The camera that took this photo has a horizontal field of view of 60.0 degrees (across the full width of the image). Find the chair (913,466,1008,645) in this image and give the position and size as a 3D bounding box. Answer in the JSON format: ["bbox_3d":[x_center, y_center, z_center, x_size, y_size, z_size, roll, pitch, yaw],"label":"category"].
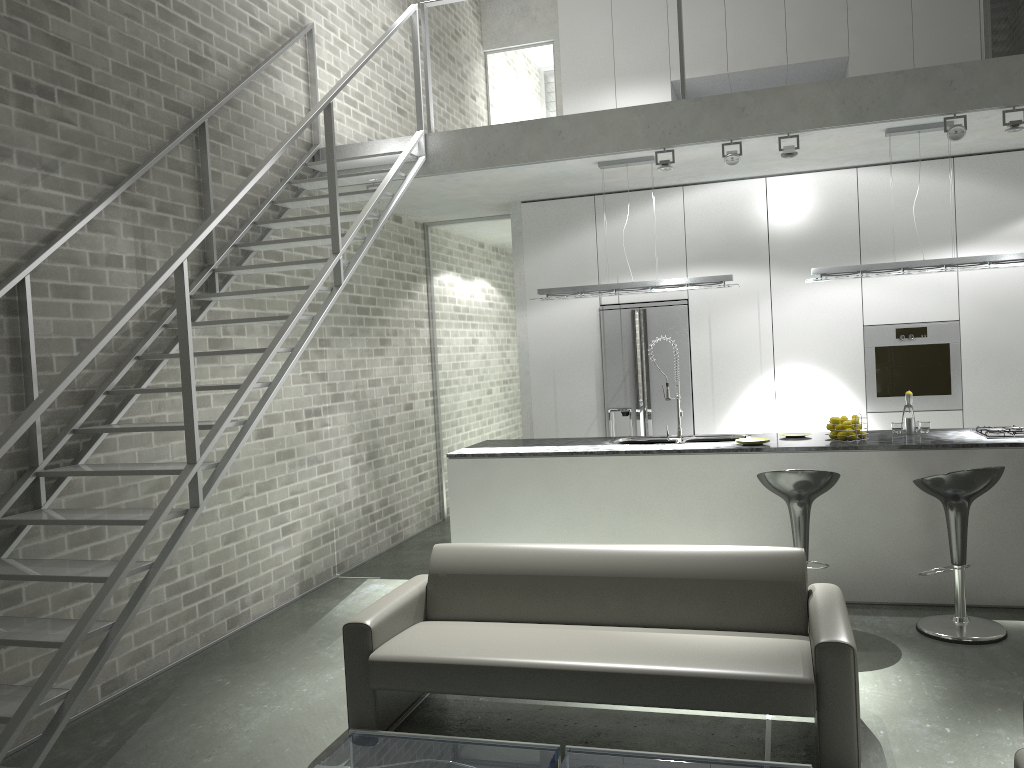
[{"bbox_3d":[2.441,0.892,4.836,0.457,0.931,0.464,-3,2,-2],"label":"chair"}]

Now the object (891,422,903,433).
[{"bbox_3d":[2.586,0.294,5.949,0.064,0.070,0.063,-5,2,-35],"label":"object"}]

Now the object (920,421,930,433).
[{"bbox_3d":[2.749,0.286,5.903,0.064,0.070,0.063,-2,2,25],"label":"object"}]

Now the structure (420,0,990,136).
[{"bbox_3d":[2.021,-2.422,5.728,5.560,0.972,0.070,-3,2,17],"label":"structure"}]

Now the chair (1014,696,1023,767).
[{"bbox_3d":[1.828,1.124,2.212,0.910,0.717,0.963,-3,2,17],"label":"chair"}]

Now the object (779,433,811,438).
[{"bbox_3d":[1.939,0.352,6.068,0.216,0.017,0.217,-1,3,42],"label":"object"}]

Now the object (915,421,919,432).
[{"bbox_3d":[2.710,0.286,5.988,0.064,0.070,0.063,-5,2,-35],"label":"object"}]

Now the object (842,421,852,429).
[{"bbox_3d":[2.139,0.260,5.661,0.061,0.052,0.053,-2,2,20],"label":"object"}]

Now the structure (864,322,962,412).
[{"bbox_3d":[3.172,-0.128,7.019,0.692,0.680,0.036,-3,2,17],"label":"structure"}]

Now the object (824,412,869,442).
[{"bbox_3d":[2.158,0.273,5.727,0.189,0.174,0.207,-4,2,-28],"label":"object"}]

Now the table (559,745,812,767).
[{"bbox_3d":[0.480,1.406,2.640,0.820,0.270,0.800,-3,2,17],"label":"table"}]

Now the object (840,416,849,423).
[{"bbox_3d":[2.146,0.230,5.727,0.051,0.053,0.063,-3,2,8],"label":"object"}]

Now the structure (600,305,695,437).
[{"bbox_3d":[1.187,0.294,7.667,0.743,1.900,0.160,-3,2,17],"label":"structure"}]

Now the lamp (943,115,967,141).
[{"bbox_3d":[2.764,-1.593,5.522,0.131,0.154,0.098,-3,2,17],"label":"lamp"}]

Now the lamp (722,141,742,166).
[{"bbox_3d":[1.470,-1.539,5.922,0.115,0.151,0.115,-4,2,-30],"label":"lamp"}]

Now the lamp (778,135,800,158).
[{"bbox_3d":[1.823,-1.555,5.837,0.115,0.151,0.115,-4,2,-30],"label":"lamp"}]

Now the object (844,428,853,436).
[{"bbox_3d":[2.138,0.307,5.636,0.061,0.054,0.052,-4,2,-16],"label":"object"}]

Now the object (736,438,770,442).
[{"bbox_3d":[1.564,0.369,5.757,0.217,0.017,0.216,-5,3,-40],"label":"object"}]

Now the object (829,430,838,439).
[{"bbox_3d":[2.082,0.327,5.738,0.060,0.057,0.052,-3,2,9],"label":"object"}]

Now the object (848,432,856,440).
[{"bbox_3d":[2.172,0.333,5.662,0.051,0.053,0.063,-3,2,15],"label":"object"}]

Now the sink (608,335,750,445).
[{"bbox_3d":[1.161,0.167,6.254,0.987,1.023,0.546,-3,2,17],"label":"sink"}]

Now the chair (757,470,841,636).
[{"bbox_3d":[1.667,0.924,5.107,0.457,0.931,0.464,-2,2,31],"label":"chair"}]

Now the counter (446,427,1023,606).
[{"bbox_3d":[1.801,0.852,5.978,4.400,0.960,0.900,-3,2,17],"label":"counter"}]

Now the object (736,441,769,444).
[{"bbox_3d":[1.564,0.378,5.758,0.217,0.017,0.216,-5,3,-40],"label":"object"}]

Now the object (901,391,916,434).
[{"bbox_3d":[2.628,0.186,5.848,0.088,0.288,0.101,-5,3,-43],"label":"object"}]

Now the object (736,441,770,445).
[{"bbox_3d":[1.564,0.383,5.758,0.217,0.017,0.216,-5,3,-40],"label":"object"}]

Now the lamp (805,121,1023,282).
[{"bbox_3d":[2.705,-1.216,5.856,1.490,0.964,0.290,-3,2,17],"label":"lamp"}]

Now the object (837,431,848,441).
[{"bbox_3d":[2.121,0.333,5.690,0.064,0.063,0.074,-2,2,27],"label":"object"}]

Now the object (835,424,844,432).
[{"bbox_3d":[2.106,0.282,5.703,0.062,0.053,0.052,-4,2,-21],"label":"object"}]

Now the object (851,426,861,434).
[{"bbox_3d":[2.197,0.295,5.672,0.061,0.055,0.051,-4,2,-14],"label":"object"}]

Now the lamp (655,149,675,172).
[{"bbox_3d":[1.046,-1.528,6.058,0.109,0.136,0.109,-4,2,-31],"label":"lamp"}]

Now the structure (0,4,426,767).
[{"bbox_3d":[-1.634,-0.539,4.618,0.902,4.246,4.345,-3,2,17],"label":"structure"}]

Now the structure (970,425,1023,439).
[{"bbox_3d":[3.181,0.293,5.529,0.500,0.038,0.500,-3,2,17],"label":"structure"}]

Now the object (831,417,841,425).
[{"bbox_3d":[2.088,0.237,5.715,0.053,0.051,0.063,-5,2,-36],"label":"object"}]

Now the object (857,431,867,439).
[{"bbox_3d":[2.250,0.327,5.701,0.062,0.052,0.053,-5,3,-44],"label":"object"}]

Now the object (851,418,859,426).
[{"bbox_3d":[2.194,0.245,5.676,0.051,0.053,0.063,-2,2,20],"label":"object"}]

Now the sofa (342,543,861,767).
[{"bbox_3d":[0.376,1.143,3.916,2.114,0.717,0.902,-3,2,17],"label":"sofa"}]

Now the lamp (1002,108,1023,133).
[{"bbox_3d":[3.084,-1.618,5.442,0.109,0.135,0.109,-4,2,-25],"label":"lamp"}]

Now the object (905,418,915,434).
[{"bbox_3d":[2.623,0.278,5.841,0.060,0.106,0.060,-3,2,10],"label":"object"}]

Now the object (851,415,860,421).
[{"bbox_3d":[2.222,0.228,5.737,0.050,0.060,0.059,-3,2,7],"label":"object"}]

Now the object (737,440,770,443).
[{"bbox_3d":[1.564,0.374,5.757,0.217,0.017,0.216,-5,3,-40],"label":"object"}]

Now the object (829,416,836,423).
[{"bbox_3d":[2.091,0.239,5.768,0.052,0.060,0.057,-3,2,-5],"label":"object"}]

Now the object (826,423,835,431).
[{"bbox_3d":[2.070,0.280,5.753,0.053,0.051,0.063,-4,2,-24],"label":"object"}]

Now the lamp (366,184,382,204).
[{"bbox_3d":[2.161,-1.648,7.745,6.854,0.136,0.110,-4,2,-18],"label":"lamp"}]

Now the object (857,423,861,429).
[{"bbox_3d":[2.231,0.277,5.719,0.061,0.054,0.053,-5,2,-37],"label":"object"}]

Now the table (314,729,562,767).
[{"bbox_3d":[-0.322,1.441,2.884,0.820,0.270,0.800,-3,2,17],"label":"table"}]

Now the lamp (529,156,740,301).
[{"bbox_3d":[0.854,-1.135,6.419,1.490,0.964,0.290,-3,2,17],"label":"lamp"}]
